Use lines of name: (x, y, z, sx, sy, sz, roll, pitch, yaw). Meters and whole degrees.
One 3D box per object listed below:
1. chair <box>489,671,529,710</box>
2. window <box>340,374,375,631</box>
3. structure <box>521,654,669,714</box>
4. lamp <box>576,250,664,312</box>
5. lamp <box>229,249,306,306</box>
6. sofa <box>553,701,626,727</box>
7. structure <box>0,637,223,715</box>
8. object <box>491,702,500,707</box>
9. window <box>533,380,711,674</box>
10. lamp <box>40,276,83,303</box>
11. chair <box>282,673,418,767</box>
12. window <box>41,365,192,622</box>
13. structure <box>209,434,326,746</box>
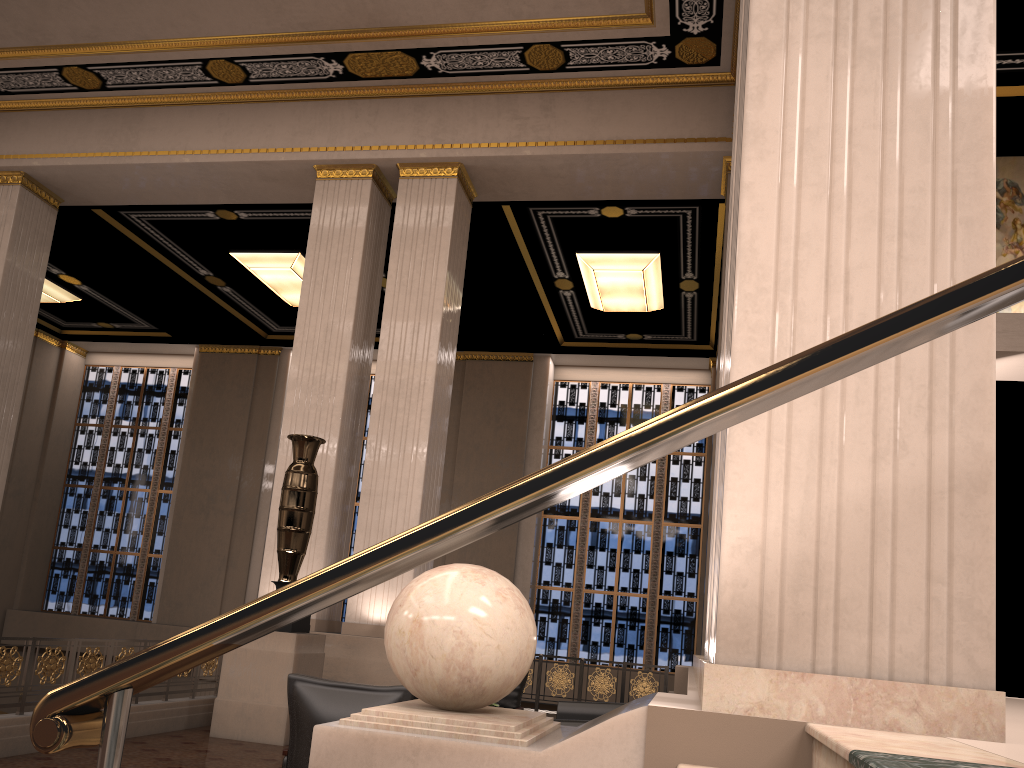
chair: (-0.229, 2.895, 7.745, 0.647, 0.827, 0.734, 4, -13, 7)
window: (-3.131, 2.383, 17.477, 2.984, 5.256, 0.071, 3, -10, 12)
structure: (0.294, 3.076, 8.957, 2.531, 0.642, 0.033, 2, -10, 12)
lamp: (1.657, -1.474, 13.212, 1.166, 0.210, 2.067, 2, -16, 12)
lamp: (-3.569, -1.650, 14.320, 1.166, 0.210, 2.067, 2, -16, 12)
sofa: (0.566, 2.504, 5.874, 0.874, 0.692, 1.970, 2, -15, 12)
structure: (-3.294, 2.234, 6.792, 0.079, 0.525, 5.060, 3, -16, 12)
object: (-0.324, 2.205, 6.096, 0.505, 0.369, 0.533, -8, -19, 43)
window: (2.025, 2.556, 16.384, 2.984, 5.256, 0.071, 3, -10, 12)
lamp: (-8.706, -1.822, 15.409, 1.166, 0.210, 2.067, 2, -16, 12)
chair: (-0.747, 1.894, 4.399, 0.647, 0.827, 0.734, 3, -13, 12)
window: (-8.116, 2.215, 18.534, 2.984, 5.256, 0.071, 3, -10, 12)
structure: (-2.111, 1.859, 8.209, 0.699, 2.735, 0.715, 3, -10, 12)
